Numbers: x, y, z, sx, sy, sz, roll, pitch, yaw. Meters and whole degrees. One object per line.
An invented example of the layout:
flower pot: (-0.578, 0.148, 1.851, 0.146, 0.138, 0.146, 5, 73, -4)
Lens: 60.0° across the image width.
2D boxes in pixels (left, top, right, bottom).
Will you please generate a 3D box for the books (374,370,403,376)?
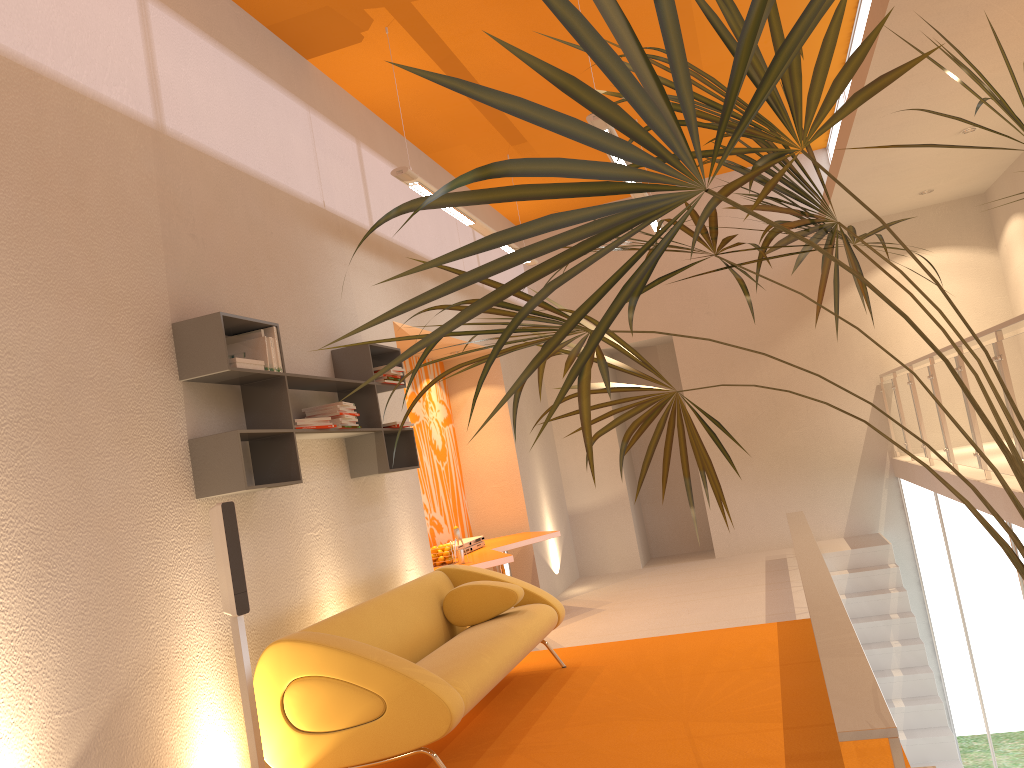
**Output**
books: (-0.831, -0.049, 5.574, 0.230, 0.017, 0.226, -11, -5, 10)

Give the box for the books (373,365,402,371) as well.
books: (-0.841, -0.081, 5.563, 0.226, 0.017, 0.230, -12, -6, 15)

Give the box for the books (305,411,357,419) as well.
books: (-0.998, 0.174, 4.901, 0.190, 0.011, 0.268, -11, -5, 12)

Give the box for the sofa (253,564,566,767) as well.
sofa: (-0.393, 1.419, 4.640, 0.929, 0.706, 2.081, -12, -6, 15)

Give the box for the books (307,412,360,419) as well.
books: (-0.995, 0.186, 4.904, 0.210, 0.013, 0.297, -11, -5, 10)

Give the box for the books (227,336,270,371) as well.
books: (-1.266, -0.122, 4.226, 0.230, 0.169, 0.023, -12, -6, 15)

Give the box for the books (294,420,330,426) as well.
books: (-1.090, 0.215, 4.541, 0.190, 0.015, 0.254, -13, -6, 26)

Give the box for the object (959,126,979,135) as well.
object: (3.622, -2.030, 7.034, 0.143, 0.059, 0.143, -9, -6, -13)

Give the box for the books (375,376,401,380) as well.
books: (-0.833, -0.016, 5.584, 0.190, 0.015, 0.254, -11, -5, 11)

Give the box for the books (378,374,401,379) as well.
books: (-0.840, -0.030, 5.579, 0.190, 0.015, 0.254, -12, -6, 17)

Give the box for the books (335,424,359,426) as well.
books: (-0.986, 0.244, 4.894, 0.190, 0.011, 0.268, -11, -5, 12)

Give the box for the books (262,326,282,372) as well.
books: (-1.244, -0.146, 4.330, 0.230, 0.227, 0.017, -12, -6, 15)

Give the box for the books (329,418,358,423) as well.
books: (-0.987, 0.215, 4.894, 0.190, 0.015, 0.254, -11, -5, 12)

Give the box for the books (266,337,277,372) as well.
books: (-1.253, -0.120, 4.279, 0.230, 0.169, 0.027, -12, -6, 15)

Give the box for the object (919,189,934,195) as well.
object: (4.157, -1.946, 8.909, 0.143, 0.059, 0.143, -9, -6, -13)

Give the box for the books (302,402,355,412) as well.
books: (-1.014, 0.132, 4.908, 0.230, 0.017, 0.226, -11, -5, 5)

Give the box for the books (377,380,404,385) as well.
books: (-0.831, 0.008, 5.568, 0.210, 0.013, 0.297, -12, -6, 15)

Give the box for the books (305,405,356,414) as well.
books: (-0.999, 0.145, 4.901, 0.190, 0.015, 0.254, -11, -5, 12)

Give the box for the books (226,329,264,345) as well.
books: (-1.274, -0.138, 4.261, 0.207, 0.210, 0.021, -12, -6, 15)

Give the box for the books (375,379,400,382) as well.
books: (-0.832, -0.003, 5.573, 0.190, 0.011, 0.268, -12, -6, 17)

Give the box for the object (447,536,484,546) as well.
object: (-0.409, 1.391, 7.781, 0.262, 0.049, 0.349, -12, -6, 15)

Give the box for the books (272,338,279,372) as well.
books: (-1.253, -0.117, 4.308, 0.230, 0.169, 0.027, -12, -6, 15)

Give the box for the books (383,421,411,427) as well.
books: (-0.778, 0.263, 5.538, 0.226, 0.017, 0.230, -12, -6, 15)

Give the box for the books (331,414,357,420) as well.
books: (-1.002, 0.202, 4.901, 0.230, 0.017, 0.226, -11, -5, 5)

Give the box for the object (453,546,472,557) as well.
object: (-0.497, 1.423, 7.435, 0.262, 0.049, 0.349, -12, -6, 15)

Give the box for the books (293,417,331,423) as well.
books: (-1.086, 0.200, 4.548, 0.190, 0.015, 0.254, -13, -6, 32)

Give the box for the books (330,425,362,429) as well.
books: (-0.982, 0.256, 4.897, 0.210, 0.013, 0.297, -11, -5, 10)

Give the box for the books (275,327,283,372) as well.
books: (-1.245, -0.144, 4.349, 0.230, 0.227, 0.017, -12, -6, 15)

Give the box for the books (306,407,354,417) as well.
books: (-1.001, 0.160, 4.892, 0.190, 0.015, 0.254, -11, -5, 6)

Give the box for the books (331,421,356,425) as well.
books: (-0.989, 0.230, 4.886, 0.190, 0.015, 0.254, -11, -5, 6)

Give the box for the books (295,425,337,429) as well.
books: (-1.079, 0.240, 4.551, 0.210, 0.013, 0.297, -13, -6, 30)

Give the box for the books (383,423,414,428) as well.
books: (-0.767, 0.278, 5.547, 0.254, 0.015, 0.190, -12, -6, 22)

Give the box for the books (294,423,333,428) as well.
books: (-1.083, 0.228, 4.549, 0.190, 0.011, 0.268, -13, -6, 32)

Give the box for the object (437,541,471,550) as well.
object: (-0.506, 1.376, 7.440, 0.262, 0.049, 0.349, -12, -6, 15)

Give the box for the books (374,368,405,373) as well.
books: (-0.830, -0.065, 5.573, 0.254, 0.015, 0.190, -12, -6, 22)
